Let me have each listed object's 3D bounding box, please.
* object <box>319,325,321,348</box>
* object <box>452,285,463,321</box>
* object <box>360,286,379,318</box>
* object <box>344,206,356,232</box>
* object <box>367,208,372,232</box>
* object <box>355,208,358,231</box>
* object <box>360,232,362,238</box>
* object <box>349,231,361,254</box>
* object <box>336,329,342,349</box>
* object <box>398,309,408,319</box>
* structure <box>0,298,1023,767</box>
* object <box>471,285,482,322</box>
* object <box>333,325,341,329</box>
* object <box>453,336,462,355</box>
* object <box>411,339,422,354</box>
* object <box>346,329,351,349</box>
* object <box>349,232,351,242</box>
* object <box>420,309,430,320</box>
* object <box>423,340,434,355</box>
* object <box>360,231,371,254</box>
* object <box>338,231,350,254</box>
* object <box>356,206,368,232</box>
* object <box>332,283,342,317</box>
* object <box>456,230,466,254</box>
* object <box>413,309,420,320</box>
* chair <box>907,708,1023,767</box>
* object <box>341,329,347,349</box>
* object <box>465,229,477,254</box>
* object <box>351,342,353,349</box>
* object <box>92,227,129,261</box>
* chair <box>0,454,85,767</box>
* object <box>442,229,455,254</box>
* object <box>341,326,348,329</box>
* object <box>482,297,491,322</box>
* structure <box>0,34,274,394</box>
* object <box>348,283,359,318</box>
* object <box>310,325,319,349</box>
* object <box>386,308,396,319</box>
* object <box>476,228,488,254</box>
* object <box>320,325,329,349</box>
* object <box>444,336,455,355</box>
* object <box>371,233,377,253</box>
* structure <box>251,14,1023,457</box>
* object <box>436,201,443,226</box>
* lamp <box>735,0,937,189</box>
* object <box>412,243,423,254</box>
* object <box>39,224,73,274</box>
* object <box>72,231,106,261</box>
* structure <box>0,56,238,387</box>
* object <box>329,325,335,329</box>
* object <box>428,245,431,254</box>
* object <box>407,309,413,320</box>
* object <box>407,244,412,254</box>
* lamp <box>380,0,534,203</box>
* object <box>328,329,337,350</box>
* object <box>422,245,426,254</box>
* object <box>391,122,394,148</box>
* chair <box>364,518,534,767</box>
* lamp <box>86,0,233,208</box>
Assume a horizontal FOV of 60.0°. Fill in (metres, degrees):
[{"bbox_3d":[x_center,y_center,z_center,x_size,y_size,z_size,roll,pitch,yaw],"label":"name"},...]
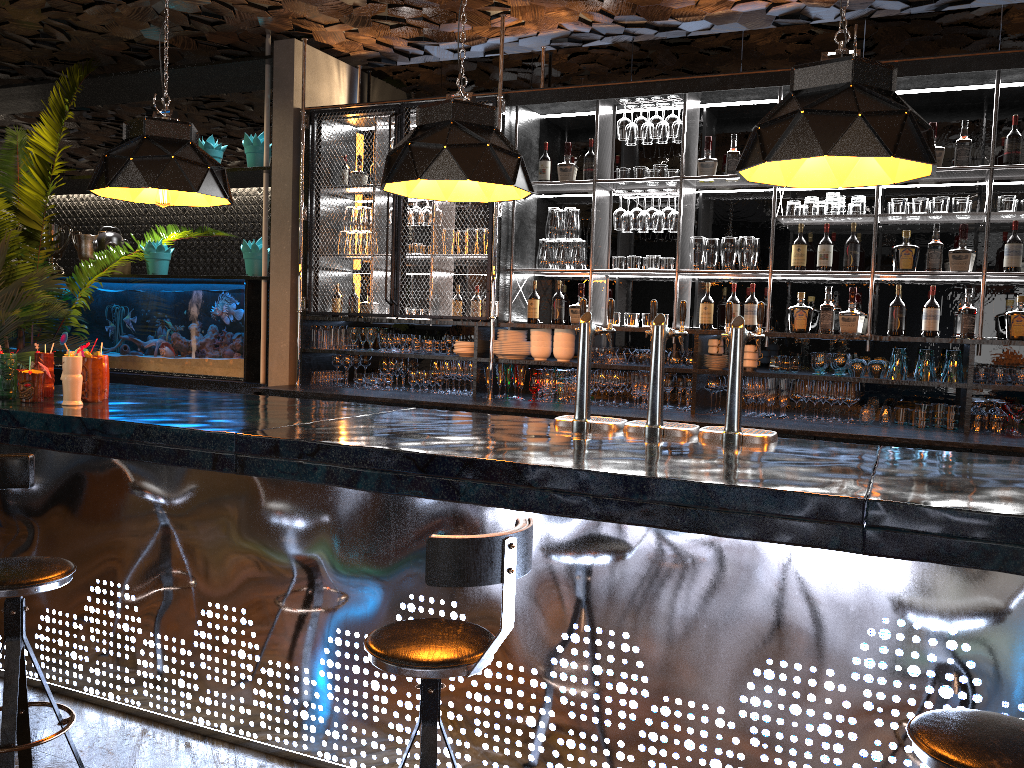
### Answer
[{"bbox_3d":[-1.430,-0.355,6.650,0.067,0.174,0.067,0,4,-26],"label":"object"},{"bbox_3d":[-0.387,-0.576,6.326,0.075,0.261,0.075,1,4,-17],"label":"object"},{"bbox_3d":[-1.061,-0.610,6.607,0.108,0.244,0.108,5,5,38],"label":"object"},{"bbox_3d":[-1.214,-1.237,6.647,0.092,0.182,0.092,3,4,19],"label":"object"},{"bbox_3d":[-1.089,-1.235,6.687,0.092,0.182,0.092,3,4,19],"label":"object"},{"bbox_3d":[-1.179,-1.241,6.738,0.092,0.182,0.092,3,4,19],"label":"object"},{"bbox_3d":[-1.138,-1.056,6.728,0.092,0.182,0.092,3,4,19],"label":"object"},{"bbox_3d":[-1.171,-1.052,6.639,0.092,0.182,0.092,3,4,19],"label":"object"},{"bbox_3d":[-1.291,-0.332,6.563,0.058,0.152,0.051,4,4,28],"label":"object"},{"bbox_3d":[-0.792,-0.507,6.433,0.077,0.080,0.077,3,4,10],"label":"object"},{"bbox_3d":[0.206,0.519,3.189,6.009,1.685,1.214,4,4,24],"label":"structure"},{"bbox_3d":[-0.252,-0.570,6.290,0.075,0.260,0.075,1,4,-17],"label":"object"},{"bbox_3d":[-1.327,-0.355,6.717,0.067,0.174,0.067,1,4,-15],"label":"object"},{"bbox_3d":[-0.394,-0.277,6.380,0.074,0.131,0.074,5,5,37],"label":"object"},{"bbox_3d":[-0.670,-0.261,6.217,0.078,0.103,0.078,0,4,-23],"label":"object"},{"bbox_3d":[-1.235,-0.338,6.670,0.058,0.152,0.051,-1,5,-40],"label":"object"},{"bbox_3d":[-1.233,-1.063,6.778,0.092,0.182,0.092,3,4,19],"label":"object"},{"bbox_3d":[-0.625,-0.499,6.392,0.077,0.080,0.077,3,4,12],"label":"object"},{"bbox_3d":[-0.583,-0.253,6.170,0.078,0.099,0.078,1,4,-9],"label":"object"},{"bbox_3d":[-1.084,-1.045,6.588,0.092,0.182,0.092,3,4,19],"label":"object"},{"bbox_3d":[-1.266,-1.058,6.681,0.092,0.182,0.092,3,4,19],"label":"object"},{"bbox_3d":[-1.118,-1.231,6.613,0.092,0.182,0.092,3,4,19],"label":"object"},{"bbox_3d":[-1.331,-0.638,6.746,0.075,0.261,0.075,1,4,-17],"label":"object"},{"bbox_3d":[-0.356,-1.003,6.334,0.092,0.182,0.092,3,4,19],"label":"object"},{"bbox_3d":[-0.687,-0.507,6.480,0.077,0.080,0.077,1,4,-10],"label":"object"},{"bbox_3d":[0.949,0.936,1.700,0.476,1.108,0.419,5,5,39],"label":"chair"},{"bbox_3d":[-1.262,-0.335,6.617,0.058,0.152,0.051,1,4,-15],"label":"object"},{"bbox_3d":[-0.285,-0.992,6.219,0.092,0.182,0.092,3,4,19],"label":"object"},{"bbox_3d":[-1.225,-0.341,6.730,0.058,0.152,0.051,-1,5,-42],"label":"object"},{"bbox_3d":[-3.467,-1.210,7.657,0.290,0.292,0.278,0,4,-29],"label":"object"},{"bbox_3d":[-1.490,0.788,2.622,0.476,1.108,0.419,4,4,24],"label":"chair"},{"bbox_3d":[-0.447,-1.001,6.265,0.092,0.182,0.092,3,4,19],"label":"object"},{"bbox_3d":[-1.291,-0.360,6.796,0.067,0.174,0.067,0,4,-26],"label":"object"},{"bbox_3d":[-0.166,-0.563,6.229,0.075,0.260,0.075,1,4,-17],"label":"object"},{"bbox_3d":[-3.597,-0.947,7.736,4.269,3.734,0.705,4,4,24],"label":"structure"},{"bbox_3d":[-1.189,-0.627,6.653,0.075,0.260,0.075,0,5,-32],"label":"object"},{"bbox_3d":[-1.463,-0.351,6.583,0.067,0.174,0.067,4,5,32],"label":"object"},{"bbox_3d":[-0.882,-0.514,6.486,0.077,0.080,0.077,0,4,-27],"label":"object"},{"bbox_3d":[-0.208,-0.986,6.162,0.092,0.182,0.092,3,4,19],"label":"object"},{"bbox_3d":[-1.386,-0.347,6.561,0.067,0.174,0.067,0,4,-27],"label":"object"},{"bbox_3d":[-0.440,-0.266,6.207,0.074,0.131,0.074,5,5,37],"label":"object"},{"bbox_3d":[-1.055,-1.050,6.681,0.092,0.182,0.092,3,4,19],"label":"object"},{"bbox_3d":[1.524,-0.510,5.262,6.750,3.553,1.143,4,4,24],"label":"structure"},{"bbox_3d":[-0.540,-1.258,6.424,0.081,0.213,0.081,4,4,30],"label":"object"},{"bbox_3d":[1.036,-1.438,2.728,0.582,1.564,0.607,4,4,24],"label":"lamp"},{"bbox_3d":[-0.676,-0.963,6.333,0.077,0.080,0.077,3,4,20],"label":"object"},{"bbox_3d":[-4.194,-1.219,8.082,0.250,0.472,0.458,-1,5,-39],"label":"object"},{"bbox_3d":[-3.757,-1.157,7.890,0.232,0.398,0.378,-1,5,-36],"label":"object"},{"bbox_3d":[-4.182,-0.811,6.675,1.873,3.561,4.073,4,4,25],"label":"structure"},{"bbox_3d":[-1.361,-0.351,6.633,0.067,0.174,0.067,-1,5,-41],"label":"object"},{"bbox_3d":[-0.574,-0.968,6.460,0.077,0.080,0.077,3,4,20],"label":"object"},{"bbox_3d":[-0.760,-0.517,6.594,0.077,0.080,0.077,0,4,-27],"label":"object"},{"bbox_3d":[-0.768,-0.972,6.432,0.077,0.080,0.077,2,4,2],"label":"object"},{"bbox_3d":[-0.188,-1.527,3.402,0.582,1.564,0.607,4,4,24],"label":"lamp"},{"bbox_3d":[-1.319,-0.330,6.511,0.051,0.152,0.058,4,4,29],"label":"object"},{"bbox_3d":[-0.672,-0.973,6.497,0.077,0.080,0.077,1,4,-12],"label":"object"},{"bbox_3d":[-0.831,-1.766,6.370,0.081,0.213,0.081,4,4,30],"label":"object"},{"bbox_3d":[-0.181,0.866,2.150,0.476,1.108,0.419,5,5,39],"label":"chair"},{"bbox_3d":[-1.511,-1.578,3.855,0.582,1.606,0.607,4,4,24],"label":"lamp"}]
